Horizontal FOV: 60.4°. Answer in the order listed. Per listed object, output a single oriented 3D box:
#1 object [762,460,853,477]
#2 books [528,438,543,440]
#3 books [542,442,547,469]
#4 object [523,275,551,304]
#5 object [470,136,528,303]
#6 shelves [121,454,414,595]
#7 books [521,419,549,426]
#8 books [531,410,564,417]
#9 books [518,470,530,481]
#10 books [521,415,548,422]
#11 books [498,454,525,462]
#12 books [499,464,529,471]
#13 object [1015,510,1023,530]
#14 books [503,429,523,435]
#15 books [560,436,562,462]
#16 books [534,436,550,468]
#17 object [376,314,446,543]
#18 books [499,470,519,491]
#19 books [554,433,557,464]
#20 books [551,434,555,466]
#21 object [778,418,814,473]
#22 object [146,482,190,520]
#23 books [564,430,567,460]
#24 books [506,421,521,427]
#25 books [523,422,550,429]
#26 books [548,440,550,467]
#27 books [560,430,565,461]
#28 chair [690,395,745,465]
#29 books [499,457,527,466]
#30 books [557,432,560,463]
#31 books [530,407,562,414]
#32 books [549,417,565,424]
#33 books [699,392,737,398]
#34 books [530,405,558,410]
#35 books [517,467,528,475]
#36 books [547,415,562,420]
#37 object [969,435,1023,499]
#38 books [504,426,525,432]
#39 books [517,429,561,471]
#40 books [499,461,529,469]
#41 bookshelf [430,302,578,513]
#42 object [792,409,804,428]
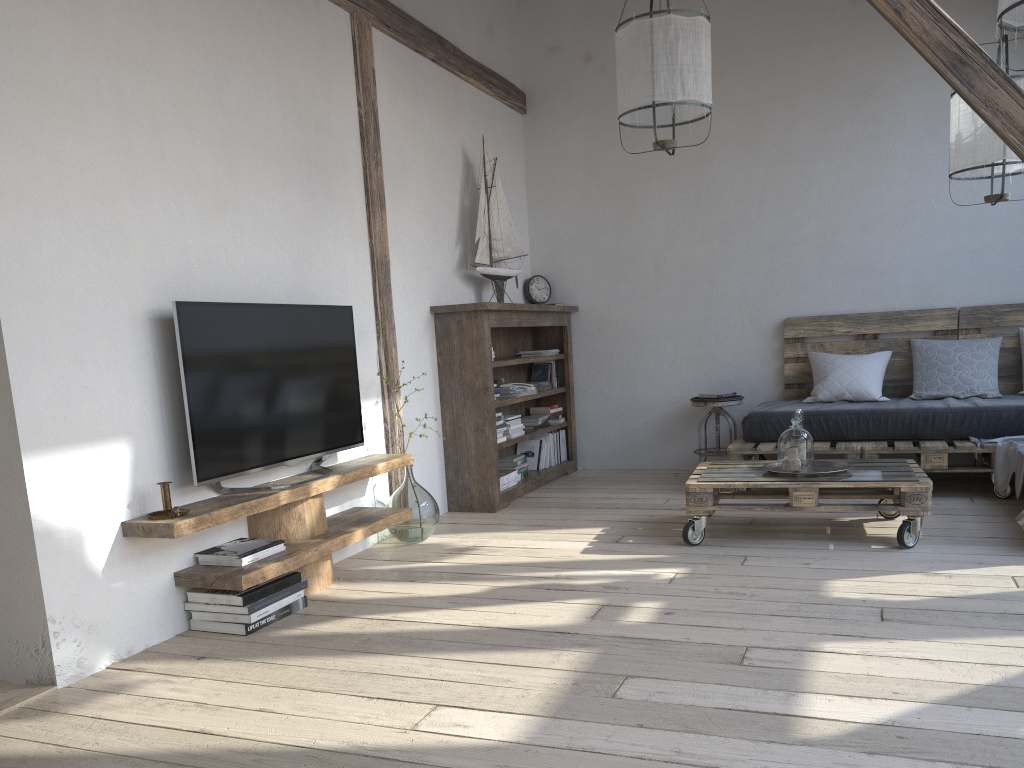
[{"bbox_3d":[1.351,0.387,4.033,0.394,0.022,0.390,-1,4,42],"label":"object"},{"bbox_3d":[0.125,0.475,5.983,0.157,0.209,0.105,0,9,22],"label":"books"},{"bbox_3d":[0.161,0.488,5.984,0.139,0.178,0.092,0,9,22],"label":"books"},{"bbox_3d":[0.182,-0.663,6.224,0.203,0.213,0.081,-7,10,-31],"label":"object"},{"bbox_3d":[-0.081,-0.980,5.390,0.140,1.010,0.777,2,9,27],"label":"object"},{"bbox_3d":[-0.834,0.619,3.590,0.331,0.457,1.579,0,4,22],"label":"shelves"},{"bbox_3d":[0.141,0.260,5.983,0.160,0.023,0.208,-2,3,22],"label":"books"},{"bbox_3d":[0.250,0.210,6.211,0.161,0.027,0.200,-2,3,30],"label":"books"},{"bbox_3d":[-0.004,0.585,5.627,0.173,0.039,0.220,-2,3,22],"label":"books"},{"bbox_3d":[0.141,0.237,5.982,0.152,0.024,0.224,-2,3,18],"label":"books"},{"bbox_3d":[-0.014,0.474,5.627,0.132,0.021,0.196,-2,3,21],"label":"books"},{"bbox_3d":[-0.005,0.534,5.620,0.158,0.021,0.221,-2,3,23],"label":"books"},{"bbox_3d":[2.628,0.367,3.610,1.000,0.482,0.806,-7,6,-38],"label":"object"},{"bbox_3d":[-0.046,0.299,5.484,0.157,0.017,0.216,-2,3,22],"label":"books"},{"bbox_3d":[0.286,0.463,6.279,0.139,0.188,0.018,0,10,22],"label":"books"},{"bbox_3d":[0.174,0.468,6.012,0.157,0.216,0.089,0,9,22],"label":"books"},{"bbox_3d":[-0.505,0.218,4.425,0.275,1.140,0.506,-2,9,9],"label":"object"},{"bbox_3d":[-0.119,0.582,5.310,0.238,0.089,0.312,-2,4,22],"label":"books"},{"bbox_3d":[0.235,0.454,6.165,0.158,0.223,0.021,0,10,22],"label":"books"},{"bbox_3d":[0.215,0.459,6.098,0.157,0.224,0.017,0,10,22],"label":"books"},{"bbox_3d":[1.277,0.278,3.960,0.155,0.251,0.153,-5,8,-9],"label":"object"},{"bbox_3d":[-1.149,0.384,2.927,0.139,0.114,0.137,-3,6,5],"label":"object"},{"bbox_3d":[0.313,0.441,6.341,0.157,0.224,0.035,0,10,22],"label":"books"},{"bbox_3d":[-0.039,0.251,5.484,0.139,0.019,0.182,-2,3,22],"label":"books"},{"bbox_3d":[0.141,0.284,5.980,0.152,0.024,0.225,-2,3,31],"label":"books"},{"bbox_3d":[0.191,0.481,6.044,0.139,0.187,0.064,0,9,22],"label":"books"},{"bbox_3d":[0.301,0.443,6.316,0.158,0.223,0.021,0,10,22],"label":"books"},{"bbox_3d":[1.364,0.342,5.838,0.353,0.530,0.348,0,8,25],"label":"chair"},{"bbox_3d":[-0.018,0.498,5.626,0.174,0.025,0.218,-2,3,17],"label":"books"},{"bbox_3d":[0.256,0.451,6.200,0.157,0.224,0.017,0,10,22],"label":"books"},{"bbox_3d":[0.240,0.187,6.202,0.157,0.022,0.216,-2,3,26],"label":"books"},{"bbox_3d":[0.252,0.260,6.215,0.219,0.031,0.159,-3,3,15],"label":"books"},{"bbox_3d":[1.348,0.072,5.769,0.203,0.022,0.149,-6,4,-39],"label":"books"},{"bbox_3d":[0.226,0.165,6.221,0.143,0.020,0.199,-2,3,22],"label":"books"},{"bbox_3d":[-0.004,0.555,5.623,0.158,0.021,0.221,-2,3,18],"label":"books"},{"bbox_3d":[0.243,0.235,6.207,0.205,0.022,0.147,-3,3,11],"label":"books"},{"bbox_3d":[2.667,0.409,4.424,0.505,0.281,0.698,-3,4,6],"label":"object"},{"bbox_3d":[-0.039,0.281,5.496,0.157,0.017,0.216,-2,3,27],"label":"books"},{"bbox_3d":[0.181,0.448,6.088,0.201,0.253,0.405,0,5,22],"label":"books"},{"bbox_3d":[-0.015,0.517,5.630,0.173,0.013,0.226,-2,3,25],"label":"books"},{"bbox_3d":[0.040,0.098,5.654,0.348,1.194,1.599,0,6,22],"label":"bookshelf"},{"bbox_3d":[1.337,0.255,4.108,0.071,0.272,0.151,0,9,22],"label":"object"}]
